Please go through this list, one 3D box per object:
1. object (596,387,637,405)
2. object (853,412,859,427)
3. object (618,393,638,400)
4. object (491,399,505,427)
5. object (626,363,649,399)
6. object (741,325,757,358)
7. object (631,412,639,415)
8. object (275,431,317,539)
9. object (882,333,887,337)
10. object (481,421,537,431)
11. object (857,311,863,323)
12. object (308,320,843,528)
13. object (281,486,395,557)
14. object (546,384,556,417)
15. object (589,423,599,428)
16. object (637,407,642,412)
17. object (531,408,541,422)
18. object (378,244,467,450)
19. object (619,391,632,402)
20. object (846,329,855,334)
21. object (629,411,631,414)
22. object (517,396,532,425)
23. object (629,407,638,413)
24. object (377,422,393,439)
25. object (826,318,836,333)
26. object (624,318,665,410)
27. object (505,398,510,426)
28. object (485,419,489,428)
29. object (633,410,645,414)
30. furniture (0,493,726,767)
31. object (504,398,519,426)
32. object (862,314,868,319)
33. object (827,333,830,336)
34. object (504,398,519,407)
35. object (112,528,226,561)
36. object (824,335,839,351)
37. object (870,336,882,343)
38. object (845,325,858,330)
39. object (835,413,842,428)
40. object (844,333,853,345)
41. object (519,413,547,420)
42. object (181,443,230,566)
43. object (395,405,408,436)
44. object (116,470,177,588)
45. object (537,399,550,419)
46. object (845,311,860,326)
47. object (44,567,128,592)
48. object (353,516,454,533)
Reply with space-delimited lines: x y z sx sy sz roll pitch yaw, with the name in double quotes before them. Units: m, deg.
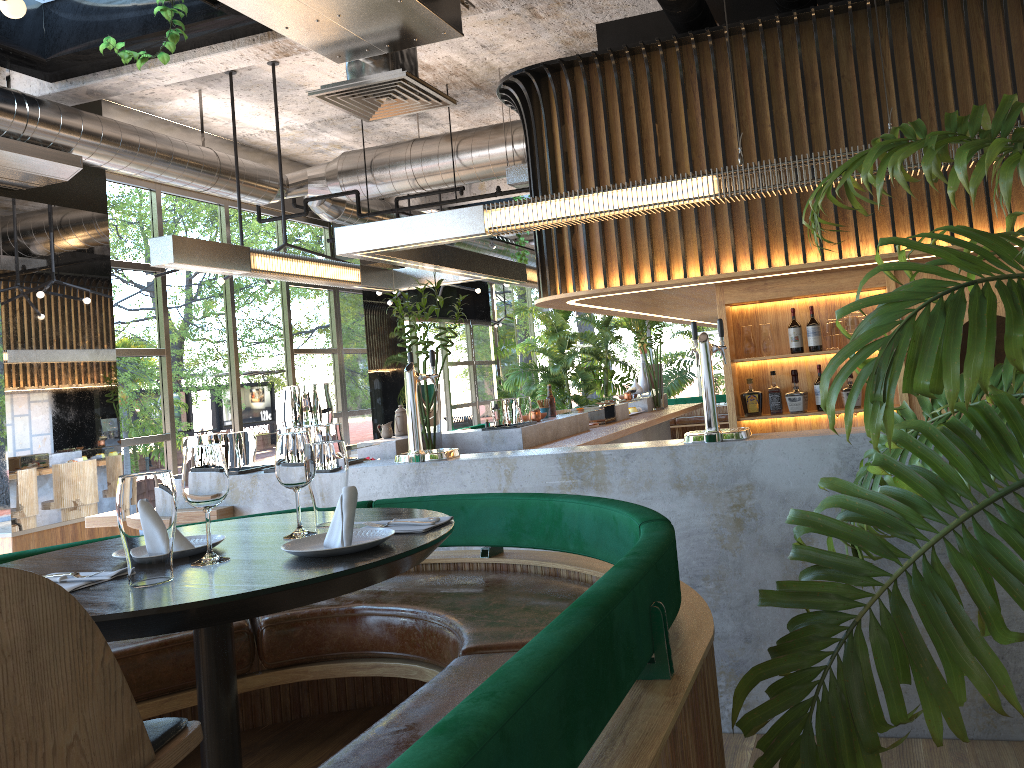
"object" 1.083 0.131 9.313 0.203 0.135 0.832 -6 0 28
"object" 2.170 0.296 5.579 0.097 0.245 0.088 -2 -4 -42
"object" 1.302 0.138 9.915 0.185 0.073 0.236 -6 0 40
"object" -0.098 0.221 6.440 0.110 0.210 0.101 -4 -3 -25
"object" 1.443 -0.037 10.137 0.328 0.398 0.307 -4 -2 -21
"object" 1.539 -0.275 5.781 0.110 0.210 0.100 -3 -4 -35
"object" 1.211 0.326 9.471 0.237 0.017 0.251 -5 0 21
"object" -0.511 0.238 2.108 0.097 0.245 0.088 -2 -4 -42
"object" 2.348 -0.292 5.662 0.084 0.092 0.093 -7 -3 44
"object" -0.016 0.309 6.532 0.264 0.019 0.450 -5 0 21
"object" 2.194 -0.419 5.671 0.087 0.092 0.091 -6 -2 15
"object" 0.796 -0.024 3.942 0.100 0.503 4.344 -8 -1 37
"object" -0.371 0.285 1.884 0.228 0.139 0.237 -6 -1 14
"object" 0.327 0.141 7.529 0.078 0.277 0.071 -3 -4 -34
"object" 0.640 0.381 8.032 0.314 0.037 0.283 -6 0 -42
"object" 1.368 0.287 9.778 0.138 0.057 0.069 -6 -1 37
"object" 0.152 0.245 6.901 0.160 0.107 0.086 -5 -2 -25
"object" -0.608 -0.254 6.364 0.648 1.554 0.605 -7 -4 25
"object" 1.215 0.131 9.545 0.160 0.107 0.086 -5 -2 -25
"object" 0.464 0.013 2.949 0.101 0.503 6.343 -7 -1 33
"object" 1.170 0.308 9.414 0.171 0.058 0.086 -5 -1 15
"object" 0.096 0.202 6.633 0.110 0.210 0.101 -4 -3 -25
"object" 1.312 0.288 9.708 0.132 0.068 0.137 -6 -1 20
"object" -0.936 0.343 6.606 0.096 0.120 0.090 -6 -3 29
"object" 2.074 -0.380 5.739 0.093 0.092 0.084 -4 -2 -35
"object" 1.553 -0.477 10.099 0.611 1.554 0.641 -3 -4 -31
"object" -0.013 0.212 6.659 0.110 0.210 0.101 -4 -3 -25
"object" -0.149 0.372 6.799 0.172 0.215 0.067 -3 -4 -45
"object" 1.314 0.315 9.718 0.237 0.017 0.250 -5 0 18
"furniture" -0.568 0.998 0.754 2.803 1.139 4.644 -5 0 -14
"object" -0.002 0.212 6.397 0.110 0.210 0.101 -4 -3 -25
"object" 2.246 -0.395 5.577 0.086 0.092 0.092 -6 -2 23
"object" 2.075 -0.360 5.737 0.086 0.092 0.092 -6 -2 23
"object" -0.001 0.211 6.526 0.110 0.210 0.100 -3 -4 -35
"object" -0.779 0.322 2.018 0.221 0.139 0.244 -6 -1 42
"object" 2.033 -0.262 5.642 0.087 0.092 0.090 -6 -2 10
"object" 2.268 -0.284 5.542 0.084 0.092 0.093 -7 -3 44
"object" 2.139 -0.387 5.584 0.086 0.092 0.092 -6 -2 23
"object" 2.069 0.306 5.611 0.097 0.245 0.088 -2 -4 -42
"object" 2.154 -0.273 5.631 0.087 0.092 0.090 -6 -2 10
"object" 0.178 0.258 7.116 0.185 0.073 0.236 -6 0 40
"object" -0.642 0.251 1.868 0.094 0.245 0.091 -5 -3 -9
"object" -0.845 0.277 6.794 0.121 0.235 0.210 -5 -2 -10
"object" -0.698 0.276 1.704 0.110 0.210 0.100 -3 -4 -35
"object" 0.264 0.205 7.366 0.107 0.162 0.102 -3 -3 -35
"object" 2.137 -0.413 5.586 0.086 0.092 0.092 -6 -2 23
"object" -0.884 0.389 1.771 0.247 0.019 0.162 -5 0 19
"object" -0.281 0.330 2.094 0.247 0.019 0.162 -5 0 19
